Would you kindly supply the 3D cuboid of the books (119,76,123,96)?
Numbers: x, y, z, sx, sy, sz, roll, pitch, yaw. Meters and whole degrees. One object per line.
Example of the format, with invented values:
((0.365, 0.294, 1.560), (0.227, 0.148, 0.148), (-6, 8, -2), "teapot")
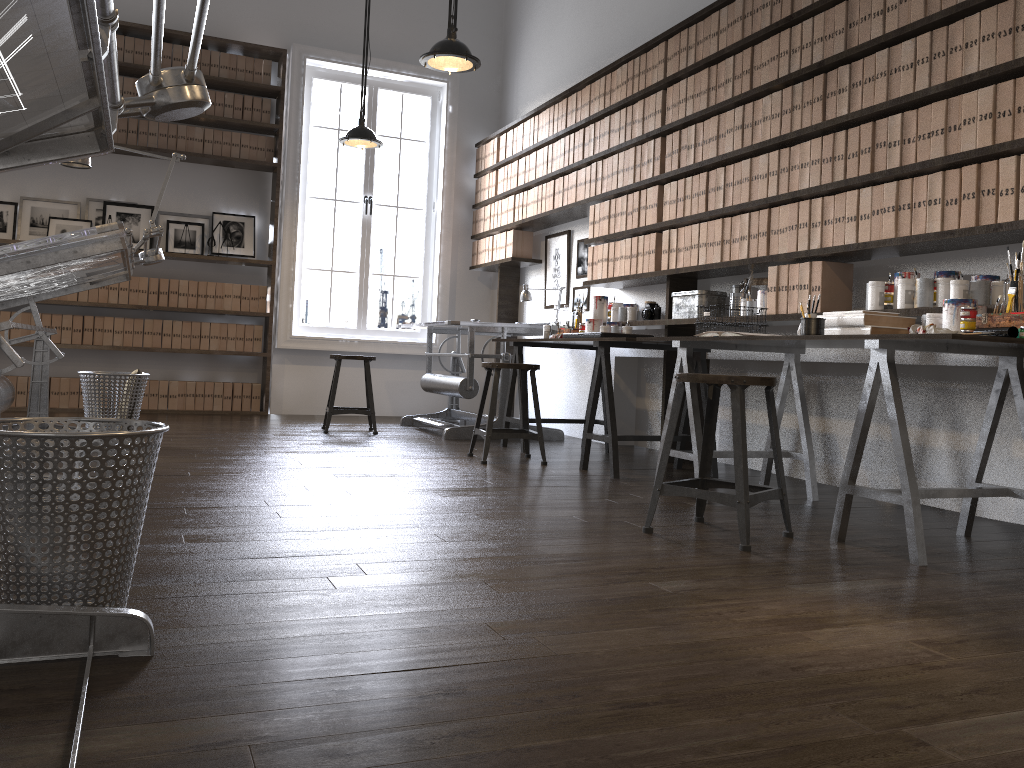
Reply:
((-3.080, -2.272, 6.919), (0.067, 0.226, 0.174), (3, -1, -23), "books")

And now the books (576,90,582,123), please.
((0.534, -1.882, 6.064), (0.174, 0.226, 0.067), (3, -1, -23), "books")

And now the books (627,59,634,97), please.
((0.798, -1.853, 5.421), (0.174, 0.226, 0.067), (3, -1, -23), "books")

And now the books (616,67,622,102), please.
((0.745, -1.859, 5.556), (0.174, 0.226, 0.067), (3, -1, -23), "books")

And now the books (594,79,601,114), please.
((0.636, -1.871, 5.816), (0.174, 0.226, 0.067), (3, -1, -23), "books")

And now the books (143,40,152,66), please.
((-2.878, -2.584, 7.010), (0.066, 0.226, 0.174), (3, -1, -23), "books")

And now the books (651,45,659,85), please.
((0.909, -1.841, 5.166), (0.174, 0.226, 0.067), (3, -1, -23), "books")

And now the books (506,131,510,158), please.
((0.048, -1.935, 7.223), (0.174, 0.226, 0.067), (3, -1, -23), "books")

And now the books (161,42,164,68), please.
((-2.809, -2.582, 7.038), (0.066, 0.226, 0.174), (3, 0, -23), "books")

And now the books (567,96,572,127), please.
((0.480, -1.888, 6.195), (0.174, 0.226, 0.067), (3, -1, -23), "books")

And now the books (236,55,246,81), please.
((-2.237, -2.563, 7.274), (0.067, 0.226, 0.174), (3, -1, -23), "books")

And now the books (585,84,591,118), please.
((0.583, -1.876, 5.934), (0.174, 0.226, 0.067), (3, -1, -23), "books")

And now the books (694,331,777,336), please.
((0.944, -0.194, 3.588), (0.256, 0.029, 0.355), (2, 2, -23), "books")

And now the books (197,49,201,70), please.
((-2.554, -2.574, 7.148), (0.066, 0.226, 0.174), (3, -1, -23), "books")

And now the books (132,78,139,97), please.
((-2.956, -2.268, 6.975), (0.066, 0.226, 0.174), (3, -1, -23), "books")

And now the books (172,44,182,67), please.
((-2.683, -2.578, 7.086), (0.066, 0.226, 0.174), (3, -1, -23), "books")

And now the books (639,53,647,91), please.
((0.856, -1.847, 5.296), (0.174, 0.226, 0.067), (3, -1, -23), "books")

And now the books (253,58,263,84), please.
((-2.112, -2.559, 7.333), (0.066, 0.226, 0.174), (3, -1, -23), "books")

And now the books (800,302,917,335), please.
((1.263, -0.228, 3.292), (0.385, 0.148, 0.294), (2, 1, -23), "books")

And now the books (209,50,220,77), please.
((-2.423, -2.569, 7.197), (0.067, 0.226, 0.174), (3, -1, -23), "books")

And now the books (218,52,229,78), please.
((-2.357, -2.567, 7.226), (0.066, 0.226, 0.174), (3, -1, -23), "books")

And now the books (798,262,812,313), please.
((1.358, -0.418, 3.913), (0.174, 0.226, 0.067), (3, -1, -23), "books")

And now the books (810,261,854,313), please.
((1.390, -0.415, 3.849), (0.174, 0.226, 0.067), (3, -1, -23), "books")

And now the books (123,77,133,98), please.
((-3.014, -2.270, 6.949), (0.066, 0.226, 0.174), (3, -1, -23), "books")

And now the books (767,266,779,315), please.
((1.275, -0.427, 4.105), (0.174, 0.226, 0.067), (3, -1, -23), "books")

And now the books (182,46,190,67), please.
((-2.617, -2.576, 7.117), (0.066, 0.226, 0.174), (3, -1, -23), "books")

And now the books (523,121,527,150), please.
((0.181, -1.921, 6.902), (0.174, 0.226, 0.067), (3, -1, -23), "books")

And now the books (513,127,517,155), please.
((0.102, -1.929, 7.092), (0.174, 0.226, 0.067), (3, -1, -23), "books")

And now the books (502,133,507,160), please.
((0.014, -1.939, 7.290), (0.174, 0.226, 0.067), (3, -1, -23), "books")

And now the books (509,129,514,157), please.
((0.071, -1.932, 7.156), (0.174, 0.226, 0.067), (3, -1, -23), "books")

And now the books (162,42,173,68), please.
((-2.749, -2.580, 7.058), (0.067, 0.226, 0.174), (3, -1, -23), "books")

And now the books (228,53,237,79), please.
((-2.300, -2.565, 7.252), (0.066, 0.226, 0.174), (3, -1, -23), "books")

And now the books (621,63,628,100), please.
((0.770, -1.856, 5.488), (0.174, 0.226, 0.067), (3, -1, -23), "books")

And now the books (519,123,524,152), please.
((0.151, -1.924, 6.962), (0.174, 0.226, 0.067), (3, -1, -23), "books")

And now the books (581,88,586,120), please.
((0.562, -1.879, 5.999), (0.174, 0.226, 0.067), (3, -1, -23), "books")

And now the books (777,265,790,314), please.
((1.307, -0.424, 4.045), (0.174, 0.226, 0.067), (3, -1, -23), "books")

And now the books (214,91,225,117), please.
((-2.389, -2.249, 7.214), (0.066, 0.226, 0.174), (3, -1, -23), "books")

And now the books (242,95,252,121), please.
((-2.187, -2.242, 7.294), (0.067, 0.226, 0.174), (3, -1, -23), "books")

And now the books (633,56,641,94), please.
((0.826, -1.850, 5.364), (0.174, 0.226, 0.067), (3, -1, -23), "books")

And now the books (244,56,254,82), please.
((-2.177, -2.561, 7.305), (0.066, 0.226, 0.174), (3, -1, -23), "books")

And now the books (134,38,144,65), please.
((-2.943, -2.587, 6.985), (0.066, 0.226, 0.174), (3, -1, -23), "books")

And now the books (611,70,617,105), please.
((0.721, -1.862, 5.622), (0.174, 0.226, 0.067), (3, -1, -23), "books")

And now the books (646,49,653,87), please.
((0.885, -1.844, 5.232), (0.174, 0.226, 0.067), (3, -1, -23), "books")

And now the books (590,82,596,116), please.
((0.613, -1.874, 5.875), (0.174, 0.226, 0.067), (3, -1, -23), "books")

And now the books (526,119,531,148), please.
((0.204, -1.918, 6.844), (0.174, 0.226, 0.067), (3, -1, -23), "books")

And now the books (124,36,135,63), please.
((-3.006, -2.589, 6.954), (0.066, 0.226, 0.174), (3, -1, -23), "books")

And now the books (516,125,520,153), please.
((0.130, -1.926, 7.027), (0.174, 0.226, 0.067), (3, -1, -23), "books")

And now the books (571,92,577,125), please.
((0.503, -1.885, 6.128), (0.174, 0.226, 0.067), (3, -1, -23), "books")

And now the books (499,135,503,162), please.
((-0.010, -1.941, 7.361), (0.174, 0.226, 0.067), (3, -1, -23), "books")

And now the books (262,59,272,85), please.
((-2.045, -2.556, 7.356), (0.066, 0.226, 0.174), (3, -1, -23), "books")

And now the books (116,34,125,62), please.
((-3.071, -2.591, 6.923), (0.066, 0.226, 0.174), (3, -1, -23), "books")

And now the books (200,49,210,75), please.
((-2.489, -2.571, 7.173), (0.066, 0.226, 0.174), (3, -1, -23), "books")

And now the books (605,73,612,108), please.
((0.693, -1.865, 5.685), (0.174, 0.226, 0.067), (3, -1, -23), "books")

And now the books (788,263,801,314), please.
((1.334, -0.421, 3.980), (0.174, 0.226, 0.067), (3, -1, -23), "books")

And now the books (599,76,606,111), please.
((0.662, -1.868, 5.748), (0.174, 0.226, 0.067), (3, -1, -23), "books")
